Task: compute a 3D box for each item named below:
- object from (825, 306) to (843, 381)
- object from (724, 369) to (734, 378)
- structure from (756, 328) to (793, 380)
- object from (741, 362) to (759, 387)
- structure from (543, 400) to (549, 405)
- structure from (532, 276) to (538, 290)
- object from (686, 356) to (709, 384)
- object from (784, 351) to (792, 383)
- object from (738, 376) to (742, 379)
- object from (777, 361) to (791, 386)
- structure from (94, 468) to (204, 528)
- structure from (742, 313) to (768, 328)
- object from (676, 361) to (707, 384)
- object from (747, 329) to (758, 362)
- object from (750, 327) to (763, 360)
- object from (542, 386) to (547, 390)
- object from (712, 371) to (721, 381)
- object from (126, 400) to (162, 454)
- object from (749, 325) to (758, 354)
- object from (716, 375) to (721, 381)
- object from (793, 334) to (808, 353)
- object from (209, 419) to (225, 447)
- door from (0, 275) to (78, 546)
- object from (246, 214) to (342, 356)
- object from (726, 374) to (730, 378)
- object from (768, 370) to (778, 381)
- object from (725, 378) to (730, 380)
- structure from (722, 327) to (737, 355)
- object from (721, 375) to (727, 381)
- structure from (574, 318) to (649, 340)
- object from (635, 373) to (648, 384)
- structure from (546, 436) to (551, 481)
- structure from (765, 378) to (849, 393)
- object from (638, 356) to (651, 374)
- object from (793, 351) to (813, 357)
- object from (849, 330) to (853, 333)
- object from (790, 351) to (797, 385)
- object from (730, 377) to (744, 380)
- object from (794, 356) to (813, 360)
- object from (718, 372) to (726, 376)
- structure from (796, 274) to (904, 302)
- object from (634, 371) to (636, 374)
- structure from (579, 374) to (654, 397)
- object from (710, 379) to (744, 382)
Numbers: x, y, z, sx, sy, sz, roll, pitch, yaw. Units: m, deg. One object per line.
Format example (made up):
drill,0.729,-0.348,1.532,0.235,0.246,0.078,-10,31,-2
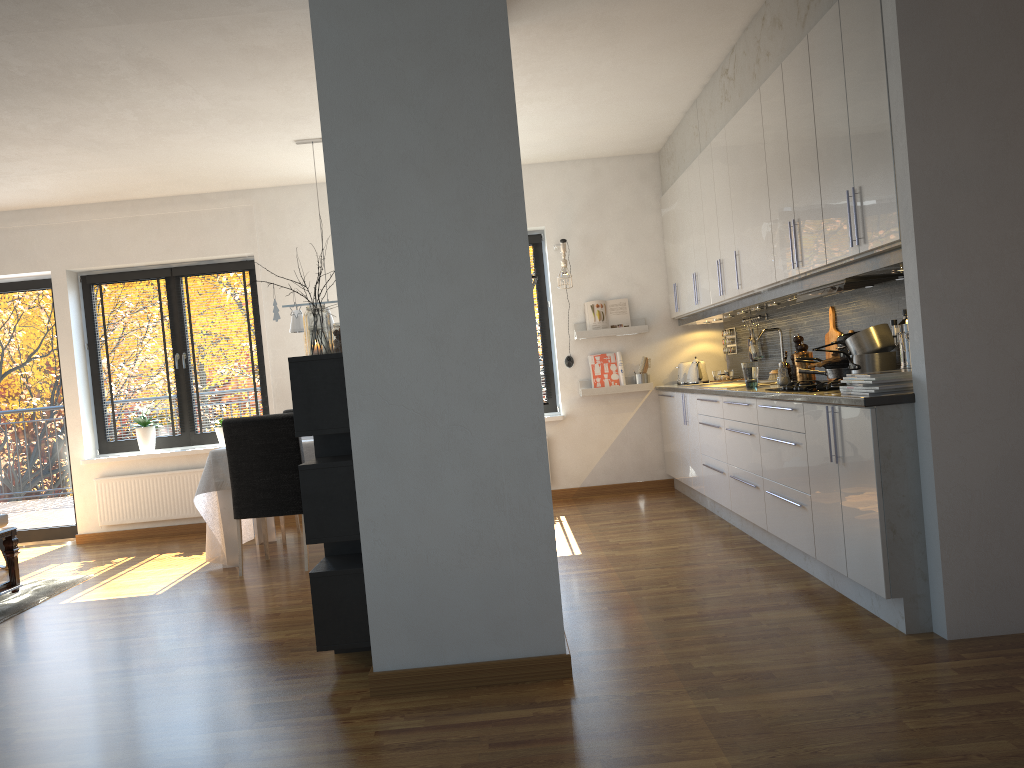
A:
object,1.806,-0.227,4.981,0.029,0.419,0.219,-5,1,-1
object,1.699,-0.073,6.928,0.071,0.076,0.071,-5,1,-1
structure,1.708,-0.191,5.725,0.195,0.347,0.167,-5,1,-8
object,1.406,-0.055,5.220,0.102,0.146,0.102,-5,1,-1
structure,0.130,0.185,3.771,0.052,0.462,0.585,-5,1,-1
structure,0.084,-0.316,3.759,0.052,0.462,0.585,-5,1,-1
object,1.467,-0.101,7.062,0.178,0.236,0.204,-5,1,36
object,1.551,-0.091,4.996,0.058,0.192,0.080,-6,1,-17
object,1.747,-0.051,6.801,0.021,0.026,0.173,-5,1,8
object,1.512,-0.058,4.947,0.069,0.135,0.069,-6,1,-26
structure,-2.694,0.939,7.324,1.457,0.460,0.078,-5,1,-2
structure,1.747,-0.453,6.403,0.067,0.081,0.443,-5,1,-1
object,1.473,-0.089,7.267,0.253,0.192,0.175,-5,1,-1
object,1.754,-0.291,6.477,0.060,0.257,0.060,-5,1,21
object,1.740,-0.295,6.325,0.074,0.242,0.093,-6,1,-27
object,0.130,0.127,7.424,0.292,0.316,0.354,-5,1,-10
object,1.610,-0.065,6.965,0.071,0.076,0.071,-5,1,-9
object,-3.038,0.357,7.345,0.286,0.444,0.340,-6,1,-12
object,1.752,-0.316,6.346,0.072,0.204,0.188,-6,1,-14
object,1.597,-0.045,6.837,0.046,0.045,0.045,-5,1,2
object,1.630,-0.143,4.985,0.061,0.283,0.123,-5,1,-1
object,-2.381,0.399,7.408,0.267,0.237,0.283,-6,1,-19
door,-4.179,0.239,7.540,0.976,2.275,0.119,-5,1,-1
object,-0.816,-0.361,3.431,0.426,0.522,0.298,-5,1,-4
object,1.656,-0.055,6.834,0.044,0.050,0.043,-4,1,42
object,1.753,-0.059,5.905,0.099,0.065,0.097,-5,1,-9
object,1.713,-0.042,6.831,0.024,0.015,0.248,-5,1,44
structure,1.758,-0.344,7.181,0.045,0.209,0.279,-5,1,-1
object,1.622,-0.047,6.793,0.044,0.043,0.043,-5,1,-4
structure,0.814,-0.460,7.311,0.594,0.129,0.147,-5,1,-1
object,1.071,-0.022,7.323,0.103,0.124,0.103,-5,1,-3
structure,-0.410,0.727,7.351,1.457,0.460,0.078,-5,1,1
structure,1.537,-0.002,4.230,0.500,0.041,0.662,-5,0,-1
object,1.091,-0.098,7.289,0.119,0.267,0.060,-5,1,-9
object,1.588,-0.152,4.836,0.099,0.047,0.100,-5,1,-5
object,1.809,-0.151,4.741,0.043,0.273,0.146,-5,1,-1
object,1.579,-0.089,4.919,0.058,0.184,0.058,-5,1,32
object,1.726,-0.046,6.810,0.024,0.017,0.248,-5,1,34
object,1.591,-0.132,4.838,0.100,0.036,0.100,-5,1,28
object,1.632,-0.061,6.896,0.065,0.064,0.065,-5,1,-1
structure,1.625,-0.504,4.211,0.362,0.148,0.623,-5,1,-1
object,1.038,-0.045,7.330,0.089,0.159,0.007,-6,2,-40
structure,0.858,0.011,7.321,0.594,0.129,0.147,-5,1,-1
object,1.671,-0.026,6.885,0.213,0.012,0.335,-5,0,1
